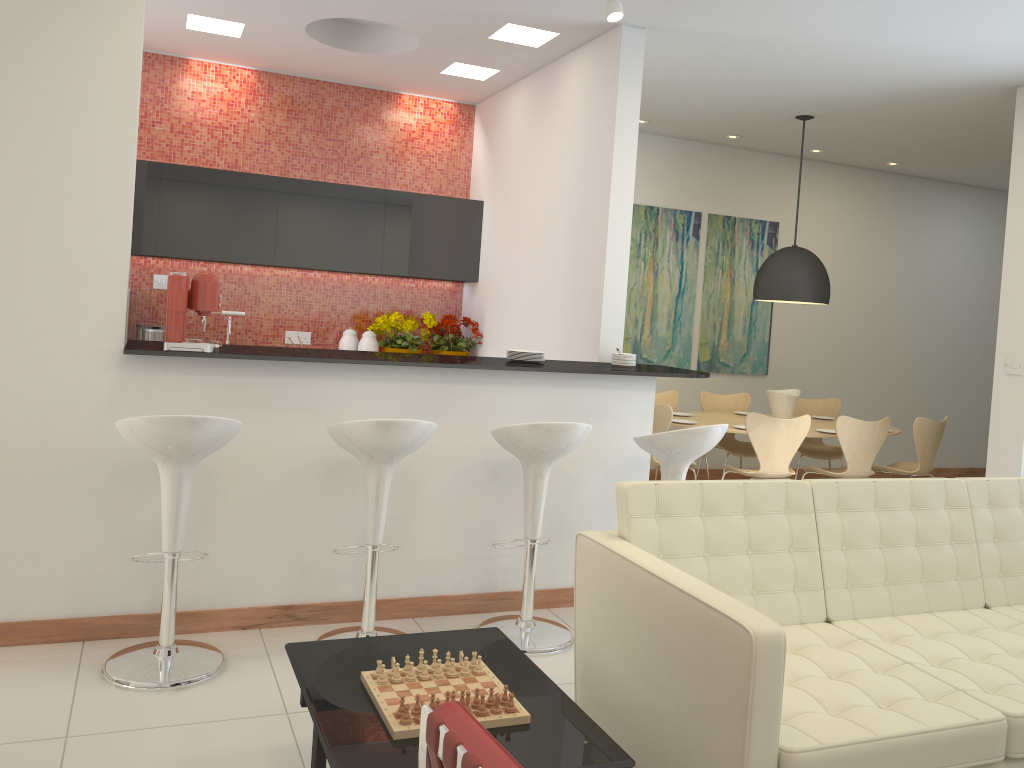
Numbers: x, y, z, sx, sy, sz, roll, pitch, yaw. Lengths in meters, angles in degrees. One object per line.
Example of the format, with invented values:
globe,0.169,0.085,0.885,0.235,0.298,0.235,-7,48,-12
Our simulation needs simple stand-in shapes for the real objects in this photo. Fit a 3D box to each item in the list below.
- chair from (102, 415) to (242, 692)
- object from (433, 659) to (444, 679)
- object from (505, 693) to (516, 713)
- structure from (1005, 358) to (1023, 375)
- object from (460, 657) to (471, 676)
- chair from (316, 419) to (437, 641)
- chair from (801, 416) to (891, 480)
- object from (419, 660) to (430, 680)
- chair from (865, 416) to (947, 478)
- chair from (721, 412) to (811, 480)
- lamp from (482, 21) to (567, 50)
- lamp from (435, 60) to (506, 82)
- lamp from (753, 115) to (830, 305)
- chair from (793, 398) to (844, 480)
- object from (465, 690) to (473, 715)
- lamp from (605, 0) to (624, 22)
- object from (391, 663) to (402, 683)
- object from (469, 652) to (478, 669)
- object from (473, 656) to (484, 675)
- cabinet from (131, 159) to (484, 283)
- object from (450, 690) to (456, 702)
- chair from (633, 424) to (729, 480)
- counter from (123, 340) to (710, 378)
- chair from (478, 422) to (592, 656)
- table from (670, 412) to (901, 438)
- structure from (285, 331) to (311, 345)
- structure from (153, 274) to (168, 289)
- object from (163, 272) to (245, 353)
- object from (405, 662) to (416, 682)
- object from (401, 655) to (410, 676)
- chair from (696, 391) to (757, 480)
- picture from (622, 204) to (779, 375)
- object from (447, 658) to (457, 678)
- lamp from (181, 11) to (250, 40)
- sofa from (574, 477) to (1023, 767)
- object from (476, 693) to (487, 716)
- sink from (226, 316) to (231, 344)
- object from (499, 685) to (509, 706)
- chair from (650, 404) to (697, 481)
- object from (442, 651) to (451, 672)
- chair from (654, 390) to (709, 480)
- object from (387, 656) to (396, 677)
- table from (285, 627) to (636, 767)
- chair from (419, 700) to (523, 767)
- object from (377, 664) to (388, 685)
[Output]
chair,-1.308,0.598,3.423,0.456,1.019,0.466,4,2,-12
object,-0.204,0.793,2.468,0.030,0.049,0.030,3,2,-15
object,-0.003,0.824,2.292,0.030,0.044,0.030,3,2,-15
structure,3.263,-0.116,5.758,0.013,0.104,0.114,3,3,-23
object,-0.130,0.795,2.498,0.030,0.049,0.030,3,2,-15
chair,-0.576,0.625,3.726,0.456,1.019,0.466,4,2,-12
chair,2.455,0.664,6.578,0.520,0.905,0.517,3,2,-23
object,-0.241,0.791,2.453,0.030,0.049,0.030,3,2,-15
chair,3.071,0.678,6.927,0.520,0.905,0.517,2,3,-39
chair,1.782,0.637,6.330,0.521,0.905,0.517,3,2,-15
lamp,0.073,-2.191,5.530,0.408,0.034,0.410,2,5,-22
lamp,-0.305,-2.292,6.450,0.408,0.034,0.410,2,5,-22
lamp,2.299,-1.402,7.127,0.593,1.491,0.596,3,2,-21
chair,2.668,0.579,7.805,0.521,0.905,0.516,4,2,2
object,-0.113,0.810,2.246,0.030,0.064,0.030,3,2,-15
lamp,-0.197,-1.991,4.248,1.820,0.199,0.112,2,3,-22
object,-0.315,0.789,2.422,0.030,0.049,0.030,3,2,-15
object,-0.109,0.795,2.551,0.030,0.044,0.030,3,2,-15
object,-0.093,0.797,2.514,0.030,0.049,0.030,3,2,-15
cabinet,-1.803,-1.220,6.697,3.239,0.659,0.353,2,3,-22
object,-0.149,0.806,2.231,0.030,0.069,0.030,3,2,-15
chair,0.774,0.673,4.288,0.456,1.019,0.466,3,2,-37
counter,-0.331,-0.117,4.455,2.961,0.019,0.738,2,5,-22
chair,0.099,0.649,4.006,0.456,1.019,0.466,4,2,-12
table,2.135,0.680,7.177,2.259,0.728,1.284,2,4,-22
structure,-1.684,-0.364,6.972,0.198,0.099,0.016,2,2,-22
structure,-2.601,-0.757,6.577,0.114,0.104,0.013,3,2,-22
object,-1.334,-0.315,3.845,0.320,0.336,0.322,3,3,-22
object,-0.278,0.790,2.437,0.030,0.049,0.030,3,2,-15
object,-0.293,0.783,2.474,0.030,0.055,0.030,3,2,-15
chair,1.899,0.541,7.618,0.521,0.905,0.517,3,2,-18
picture,1.763,-0.865,8.365,1.736,1.505,0.020,3,2,-22
object,-0.167,0.794,2.483,0.030,0.049,0.030,3,2,-15
lamp,-1.937,-2.350,5.775,0.408,0.034,0.410,2,5,-22
sofa,1.570,0.866,3.075,2.562,0.921,1.004,2,4,-22
object,-0.076,0.816,2.261,0.030,0.055,0.030,3,2,-15
sink,-2.087,-0.234,6.558,0.807,0.537,0.418,2,3,-23
object,-0.017,0.817,2.329,0.030,0.049,0.030,3,2,-15
chair,1.070,0.574,6.506,0.515,0.905,0.523,2,3,-38
object,-0.182,0.787,2.520,0.030,0.055,0.030,3,2,-15
chair,1.323,0.528,7.280,0.521,0.905,0.517,2,3,-43
object,-0.330,0.783,2.459,0.030,0.052,0.030,3,2,-30
table,-0.210,1.053,2.408,0.700,0.421,0.920,2,4,-23
chair,0.250,0.976,1.317,0.705,0.815,0.702,3,3,-28
object,-0.352,0.787,2.407,0.030,0.049,0.030,3,2,-15
